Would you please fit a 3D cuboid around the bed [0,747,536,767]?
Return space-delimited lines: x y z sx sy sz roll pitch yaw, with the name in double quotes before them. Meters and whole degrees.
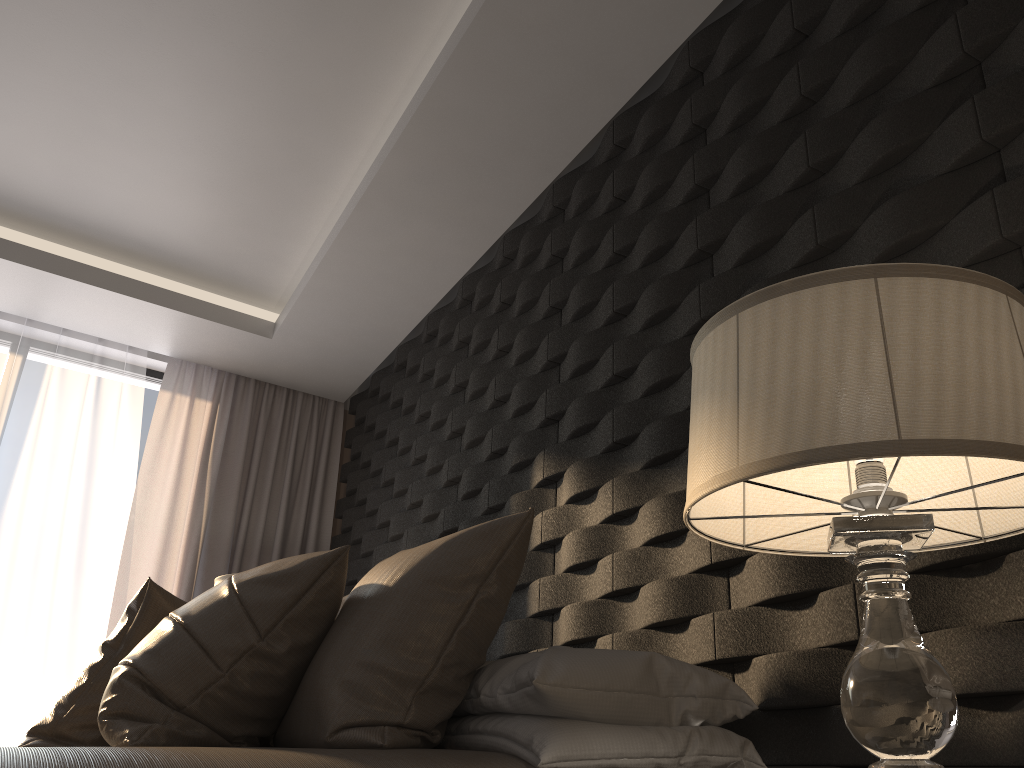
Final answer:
"bed" -0.952 1.006 1.616 2.393 0.627 2.184 13 -26 -26

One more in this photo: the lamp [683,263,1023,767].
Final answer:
"lamp" 0.437 0.242 1.033 0.449 0.634 0.480 -8 -25 22

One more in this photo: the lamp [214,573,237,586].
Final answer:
"lamp" -0.942 1.070 3.309 0.464 0.634 0.466 0 -24 4

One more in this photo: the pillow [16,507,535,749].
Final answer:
"pillow" -0.590 0.590 2.061 0.938 0.520 1.200 12 -26 -24

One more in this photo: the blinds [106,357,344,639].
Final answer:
"blinds" -1.355 1.039 4.255 1.049 2.653 0.322 20 -29 -34
